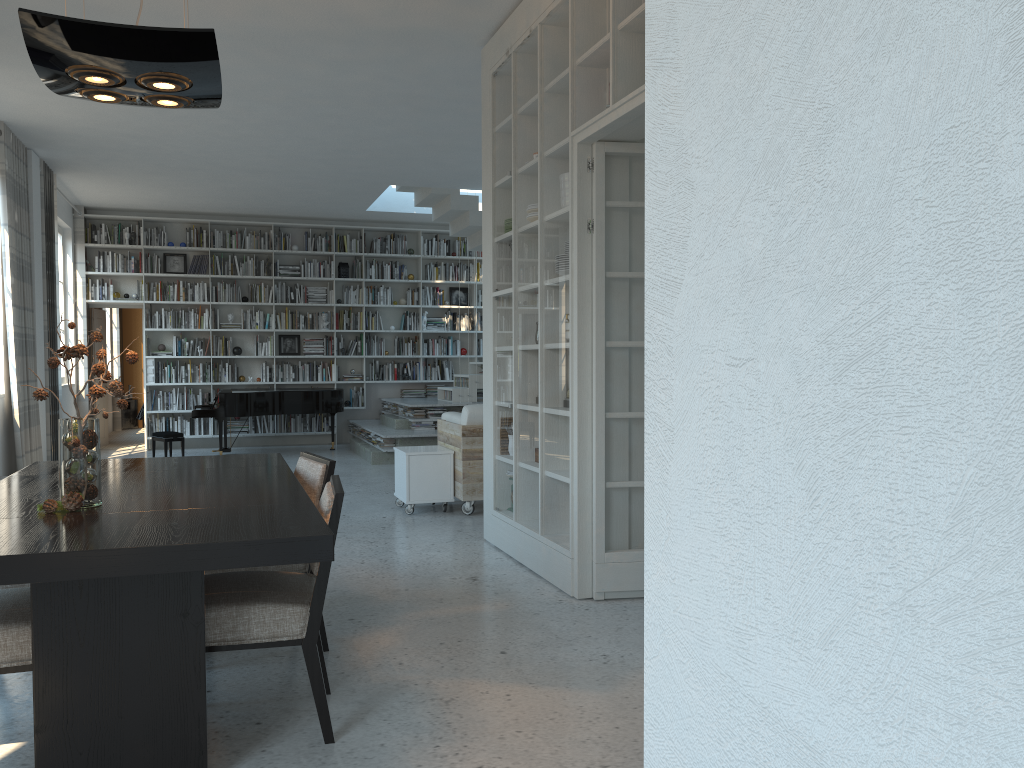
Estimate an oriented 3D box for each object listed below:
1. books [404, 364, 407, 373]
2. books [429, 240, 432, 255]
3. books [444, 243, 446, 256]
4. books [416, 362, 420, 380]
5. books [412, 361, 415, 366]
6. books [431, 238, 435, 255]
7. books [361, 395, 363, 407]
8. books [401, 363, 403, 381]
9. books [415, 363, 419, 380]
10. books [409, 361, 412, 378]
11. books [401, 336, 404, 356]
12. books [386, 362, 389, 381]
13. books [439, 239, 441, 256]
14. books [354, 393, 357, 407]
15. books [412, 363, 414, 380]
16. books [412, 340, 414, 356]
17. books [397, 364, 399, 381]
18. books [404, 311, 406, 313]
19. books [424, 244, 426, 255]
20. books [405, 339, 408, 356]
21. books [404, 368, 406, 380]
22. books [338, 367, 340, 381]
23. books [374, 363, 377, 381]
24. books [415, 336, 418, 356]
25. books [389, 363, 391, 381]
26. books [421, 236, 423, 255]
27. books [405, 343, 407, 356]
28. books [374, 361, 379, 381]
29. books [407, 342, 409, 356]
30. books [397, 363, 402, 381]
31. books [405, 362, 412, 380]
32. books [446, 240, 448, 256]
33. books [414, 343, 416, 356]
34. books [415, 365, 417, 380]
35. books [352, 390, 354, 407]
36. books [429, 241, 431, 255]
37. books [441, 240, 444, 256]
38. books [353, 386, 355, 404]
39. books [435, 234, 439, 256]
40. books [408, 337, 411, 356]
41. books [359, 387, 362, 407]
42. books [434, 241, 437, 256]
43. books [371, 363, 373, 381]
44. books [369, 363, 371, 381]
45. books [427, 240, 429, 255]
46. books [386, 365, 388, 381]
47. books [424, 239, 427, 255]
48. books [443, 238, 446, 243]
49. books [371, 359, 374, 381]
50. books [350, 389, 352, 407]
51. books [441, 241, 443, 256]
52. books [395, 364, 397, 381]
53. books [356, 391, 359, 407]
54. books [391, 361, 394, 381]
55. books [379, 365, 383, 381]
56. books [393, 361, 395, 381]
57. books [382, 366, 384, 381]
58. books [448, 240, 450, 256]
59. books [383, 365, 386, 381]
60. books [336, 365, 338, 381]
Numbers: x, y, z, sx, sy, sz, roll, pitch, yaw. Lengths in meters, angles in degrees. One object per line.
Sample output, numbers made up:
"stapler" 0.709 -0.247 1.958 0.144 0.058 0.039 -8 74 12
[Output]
"books" -1.582 -0.178 13.172 0.012 0.249 0.164 -1 2 -18
"books" -1.224 -2.019 13.236 0.027 0.249 0.140 -1 2 -18
"books" -1.021 -1.997 13.275 0.024 0.202 0.190 -1 2 -18
"books" -1.394 -0.192 13.227 0.025 0.272 0.171 -1 2 -18
"books" -1.467 -0.197 13.228 0.012 0.282 0.143 -1 2 -18
"books" -1.183 -2.033 13.231 0.048 0.278 0.150 -1 2 -18
"books" -2.195 0.194 12.902 0.015 0.271 0.157 -1 2 -18
"books" -1.645 -0.184 13.154 0.026 0.263 0.169 -1 2 -18
"books" -1.418 -0.185 13.219 0.026 0.258 0.156 -1 2 -18
"books" -1.507 -0.202 13.200 0.013 0.294 0.134 -1 2 -18
"books" -1.626 -0.563 13.154 0.007 0.285 0.159 -1 2 -18
"books" -1.842 -0.184 13.089 0.014 0.268 0.171 -1 2 -18
"books" -1.082 -2.026 13.259 0.014 0.262 0.168 -1 2 -18
"books" -2.274 0.229 12.874 0.013 0.202 0.139 -1 2 -18
"books" -1.491 -0.187 13.207 0.021 0.265 0.150 -1 2 -18
"books" -1.484 -0.537 13.196 0.021 0.232 0.155 -1 2 -18
"books" -1.694 -0.174 13.148 0.021 0.243 0.131 -1 2 -18
"books" -1.585 -0.933 13.159 0.016 0.290 0.135 -1 2 -18
"books" -1.310 -1.983 13.175 0.022 0.182 0.189 -1 2 -18
"books" -1.580 -0.543 13.174 0.030 0.244 0.135 -1 2 -18
"books" -1.598 -0.144 13.166 0.025 0.181 0.169 -1 2 -18
"books" -2.525 -0.148 12.876 0.030 0.210 0.136 -1 2 -18
"books" -2.015 -0.176 13.013 0.023 0.256 0.178 -1 2 -18
"books" -1.423 -0.570 13.199 0.007 0.295 0.162 -1 2 -18
"books" -1.809 -0.177 13.089 0.025 0.252 0.181 -1 2 -18
"books" -1.353 -2.039 13.179 0.028 0.294 0.150 -1 2 -18
"books" -1.588 -0.511 13.140 0.018 0.182 0.182 -1 2 -18
"books" -1.990 -0.195 13.019 0.030 0.294 0.188 -1 2 -18
"books" -1.553 -0.518 13.163 0.015 0.195 0.175 -1 2 -18
"books" -1.667 -0.184 13.139 0.026 0.262 0.173 -1 2 -18
"books" -1.543 -0.187 13.179 0.070 0.266 0.186 -1 2 -18
"books" -0.983 -2.024 13.311 0.012 0.254 0.161 -1 2 -18
"books" -1.458 -0.511 13.178 0.016 0.180 0.189 -1 2 -18
"books" -1.440 -0.169 13.206 0.025 0.228 0.175 -1 2 -18
"books" -2.312 0.208 12.842 0.014 0.246 0.176 -1 2 -18
"books" -1.243 -2.009 13.212 0.024 0.231 0.168 -1 2 -18
"books" -1.047 -2.023 13.280 0.021 0.254 0.151 -1 2 -18
"books" -2.296 0.180 12.866 0.032 0.300 0.149 -1 2 -18
"books" -1.122 -2.060 13.240 0.014 0.332 0.180 -1 2 -18
"books" -1.525 -0.558 13.169 0.006 0.274 0.172 -1 2 -18
"books" -2.206 0.187 12.876 0.021 0.285 0.172 -1 2 -18
"books" -1.147 -2.010 13.245 0.030 0.231 0.148 -1 2 -18
"books" -2.060 -0.179 12.996 0.023 0.262 0.186 -1 2 -18
"books" -2.083 -0.175 13.010 0.012 0.254 0.161 -1 2 -18
"books" -1.265 -2.014 13.196 0.026 0.242 0.184 -1 2 -18
"books" -1.861 -0.164 13.086 0.024 0.228 0.159 -1 2 -18
"books" -1.291 -2.018 13.192 0.025 0.251 0.178 -1 2 -18
"books" -1.013 -2.036 13.304 0.012 0.279 0.153 -1 2 -18
"books" -2.044 -0.206 13.002 0.010 0.316 0.186 -1 2 -18
"books" -2.336 0.199 12.843 0.005 0.264 0.162 -1 2 -18
"books" -1.065 -2.013 13.266 0.022 0.236 0.172 -1 2 -18
"books" -1.736 -0.174 13.112 0.031 0.244 0.184 -1 2 -18
"books" -2.248 0.218 12.856 0.026 0.225 0.175 -1 2 -18
"books" -1.773 -0.194 13.119 0.012 0.285 0.159 -1 2 -18
"books" -1.939 -0.165 13.053 0.065 0.231 0.162 -1 2 -18
"books" -1.755 -0.198 13.102 0.012 0.293 0.175 -1 2 -18
"books" -1.903 -0.158 13.066 0.011 0.217 0.175 -1 2 -18
"books" -0.959 -2.025 13.306 0.030 0.257 0.164 -1 2 -18
"books" -1.887 -0.168 13.082 0.029 0.235 0.142 -1 2 -18
"books" -2.551 -0.157 12.864 0.027 0.229 0.141 -1 2 -18
